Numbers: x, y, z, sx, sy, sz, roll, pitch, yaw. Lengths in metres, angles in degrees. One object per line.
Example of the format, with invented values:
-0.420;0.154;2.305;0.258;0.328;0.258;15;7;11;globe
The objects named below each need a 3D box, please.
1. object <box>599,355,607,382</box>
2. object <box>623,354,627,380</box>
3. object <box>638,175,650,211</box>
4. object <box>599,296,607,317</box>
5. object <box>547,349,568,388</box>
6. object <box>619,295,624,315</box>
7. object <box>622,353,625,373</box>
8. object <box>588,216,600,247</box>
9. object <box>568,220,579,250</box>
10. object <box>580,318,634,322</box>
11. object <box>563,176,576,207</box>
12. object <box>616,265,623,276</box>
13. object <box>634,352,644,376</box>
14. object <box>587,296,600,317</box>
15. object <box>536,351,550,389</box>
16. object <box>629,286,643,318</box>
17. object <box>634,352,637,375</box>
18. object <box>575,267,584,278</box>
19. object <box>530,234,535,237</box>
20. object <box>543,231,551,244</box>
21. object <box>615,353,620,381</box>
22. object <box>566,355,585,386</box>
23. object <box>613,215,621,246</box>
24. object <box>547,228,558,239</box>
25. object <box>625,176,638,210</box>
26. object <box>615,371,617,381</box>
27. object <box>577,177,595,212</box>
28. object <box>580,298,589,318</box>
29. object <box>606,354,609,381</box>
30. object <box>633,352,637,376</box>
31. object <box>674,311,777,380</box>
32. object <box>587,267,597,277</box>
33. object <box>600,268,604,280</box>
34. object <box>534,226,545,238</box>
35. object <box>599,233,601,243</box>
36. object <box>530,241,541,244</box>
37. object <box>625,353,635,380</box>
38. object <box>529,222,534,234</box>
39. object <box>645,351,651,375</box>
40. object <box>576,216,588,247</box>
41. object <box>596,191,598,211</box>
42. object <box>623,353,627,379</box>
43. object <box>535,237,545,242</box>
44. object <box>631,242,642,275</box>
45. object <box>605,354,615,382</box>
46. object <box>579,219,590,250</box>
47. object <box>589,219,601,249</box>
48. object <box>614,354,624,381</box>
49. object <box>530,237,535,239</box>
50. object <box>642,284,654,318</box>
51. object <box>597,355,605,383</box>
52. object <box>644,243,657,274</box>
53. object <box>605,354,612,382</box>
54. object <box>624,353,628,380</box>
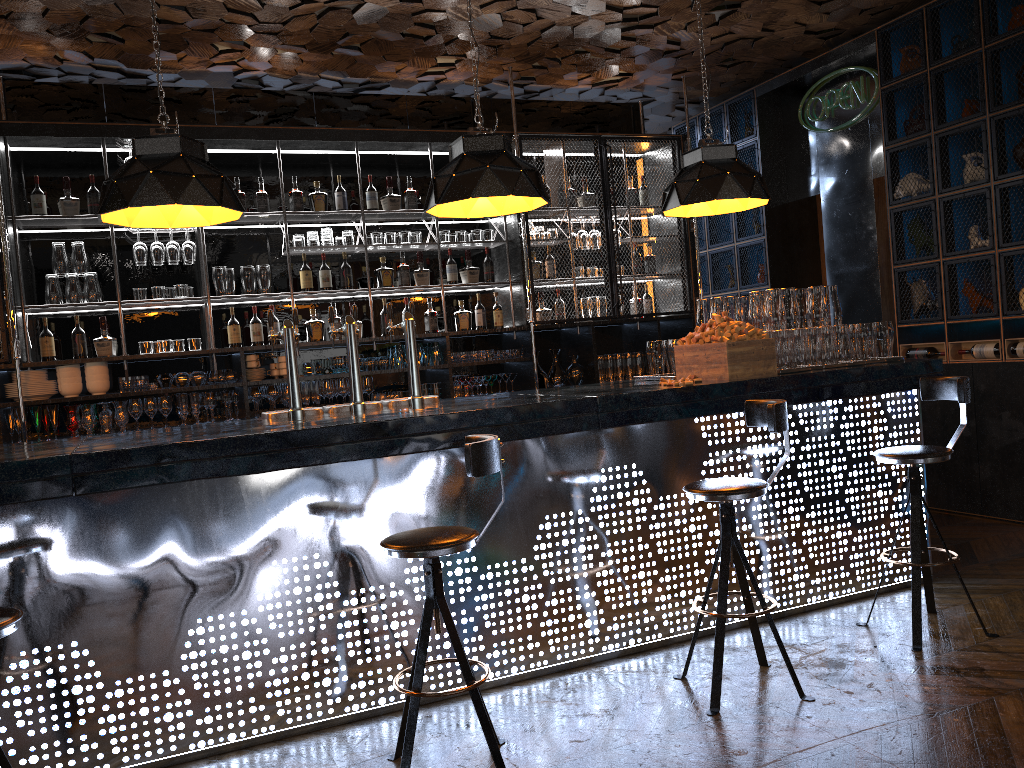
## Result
0.746;-0.121;7.319;0.079;0.231;0.079;-7;3;-43;object
0.989;-0.149;7.518;0.079;0.231;0.079;-4;2;25;object
1.134;-1.649;7.647;0.086;0.298;0.086;-4;2;31;object
0.762;-0.625;7.429;0.105;0.209;0.105;-6;3;-38;object
0.361;-0.126;7.195;0.170;0.313;0.170;-6;2;-28;object
0.885;-0.635;7.416;0.105;0.209;0.105;-6;3;-38;object
0.899;-0.136;7.380;0.079;0.231;0.079;-5;2;-13;object
0.675;-1.260;7.324;0.092;0.244;0.092;-6;2;-29;object
0.510;-1.250;7.433;0.092;0.244;0.092;-6;2;-29;object
0.776;-0.530;7.405;0.437;0.019;0.273;-6;2;-23;object
0.471;-1.574;7.337;0.083;0.282;0.083;-6;2;-23;object
0.897;-0.947;7.470;0.089;0.092;0.089;-6;3;-39;object
1.059;-0.149;7.354;0.079;0.231;0.079;-4;2;13;object
0.676;-0.614;7.324;0.105;0.209;0.105;-6;3;-38;object
0.198;-0.107;7.126;0.186;0.307;0.186;-5;2;-17;object
1.058;-0.693;7.584;0.083;0.282;0.083;-6;2;-38;object
1.068;-0.153;7.456;0.079;0.231;0.079;-7;3;-43;object
0.550;-0.911;7.278;0.089;0.092;0.089;-6;3;-39;object
0.135;-1.218;7.111;0.089;0.092;0.089;-5;2;3;object
0.286;-1.217;7.366;0.089;0.092;0.089;-5;2;3;object
0.902;-0.143;7.576;0.079;0.231;0.079;-5;2;3;object
0.515;-0.106;7.199;0.158;0.248;0.158;-6;2;-28;object
0.861;-1.279;7.402;0.092;0.244;0.092;-6;2;-29;object
0.328;-1.216;7.206;0.089;0.092;0.089;-4;2;28;object
1.017;-1.627;7.568;0.083;0.282;0.083;-5;2;-8;object
0.893;-0.139;7.471;0.079;0.231;0.079;-6;2;-30;object
0.613;-1.586;7.398;0.123;0.279;0.123;-6;2;-19;object
0.624;-0.614;7.427;0.105;0.209;0.105;-6;3;-38;object
0.820;-0.135;7.540;0.079;0.231;0.079;-5;2;4;object
1.071;-0.157;7.544;0.079;0.231;0.079;-4;2;32;object
1.067;-0.197;4.420;0.340;0.332;0.464;-6;2;-20;object
0.668;-0.925;7.390;0.089;0.092;0.089;-6;2;-22;object
0.796;-0.942;7.574;0.089;0.092;0.089;-6;3;-39;object
0.221;-1.226;7.174;0.089;0.092;0.089;-5;2;3;object
0.766;-1.269;7.362;0.092;0.244;0.092;-6;2;-29;object
0.191;-1.208;7.333;0.089;0.092;0.089;-4;2;28;object
0.974;-0.141;7.321;0.079;0.231;0.079;-5;2;4;object
0.132;-1.244;7.110;0.089;0.092;0.089;-5;2;3;object
1.152;-0.159;7.395;0.079;0.231;0.079;-6;2;-27;object
0.574;-1.250;7.281;0.092;0.244;0.092;-6;2;-29;object
0.758;-1.603;7.458;0.083;0.282;0.083;-6;2;-38;object
0.994;-0.153;7.617;0.079;0.231;0.079;-5;2;6;object
0.223;-1.205;7.175;0.089;0.092;0.089;-5;2;3;object
1.062;-1.067;7.590;0.086;0.299;0.086;-4;2;26;object
0.808;-0.124;7.249;0.079;0.231;0.079;-6;2;-27;object
0.611;-1.260;7.475;0.092;0.244;0.092;-6;2;-29;object
0.702;-1.269;7.514;0.092;0.244;0.092;-6;2;-29;object
0.884;-0.132;7.284;0.079;0.231;0.079;-3;3;43;object
0.137;-1.196;7.112;0.089;0.092;0.089;-5;2;3;object
1.167;-0.712;7.645;0.086;0.298;0.086;-4;2;26;object
0.715;-0.115;7.208;0.079;0.231;0.079;-4;2;13;object
1.189;-1.071;7.640;0.083;0.282;0.083;-5;2;-13;object
0.815;-0.132;7.449;0.079;0.231;0.079;-5;2;9;object
0.980;-0.145;7.420;0.079;0.231;0.079;-6;2;-21;object
